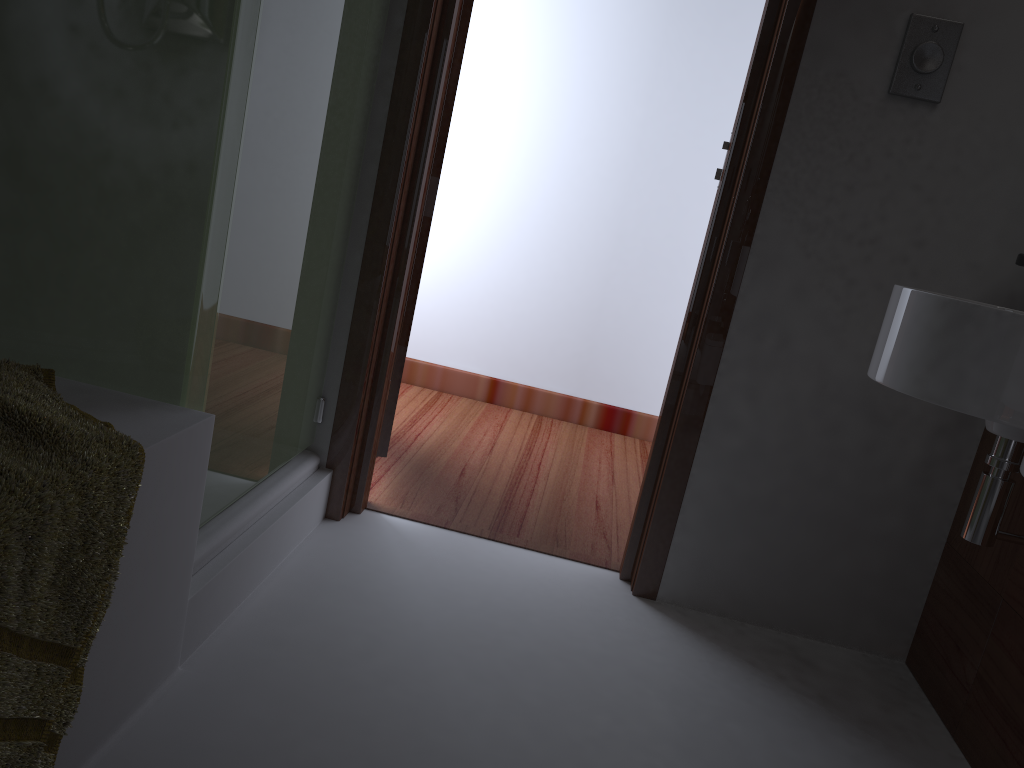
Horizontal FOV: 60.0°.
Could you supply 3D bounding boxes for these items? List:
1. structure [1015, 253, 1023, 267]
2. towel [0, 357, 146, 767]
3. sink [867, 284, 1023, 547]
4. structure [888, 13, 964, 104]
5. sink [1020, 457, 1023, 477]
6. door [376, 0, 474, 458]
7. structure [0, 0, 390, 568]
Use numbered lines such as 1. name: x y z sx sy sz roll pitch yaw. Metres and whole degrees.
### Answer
1. structure: 1.124 -0.224 1.762 0.220 0.023 0.222 4 15 -35
2. towel: -0.677 0.276 0.893 0.349 0.452 0.890 12 12 -1
3. sink: 0.852 -0.064 1.510 0.417 0.715 0.415 13 12 4
4. structure: 0.869 -0.683 1.860 0.109 0.164 0.028 13 12 4
5. sink: 0.777 0.054 0.894 0.417 0.715 0.415 13 12 4
6. door: -0.249 -0.742 2.480 0.095 1.780 0.708 8 13 -19
7. structure: -0.819 -0.700 1.684 1.015 2.079 0.765 13 12 4
